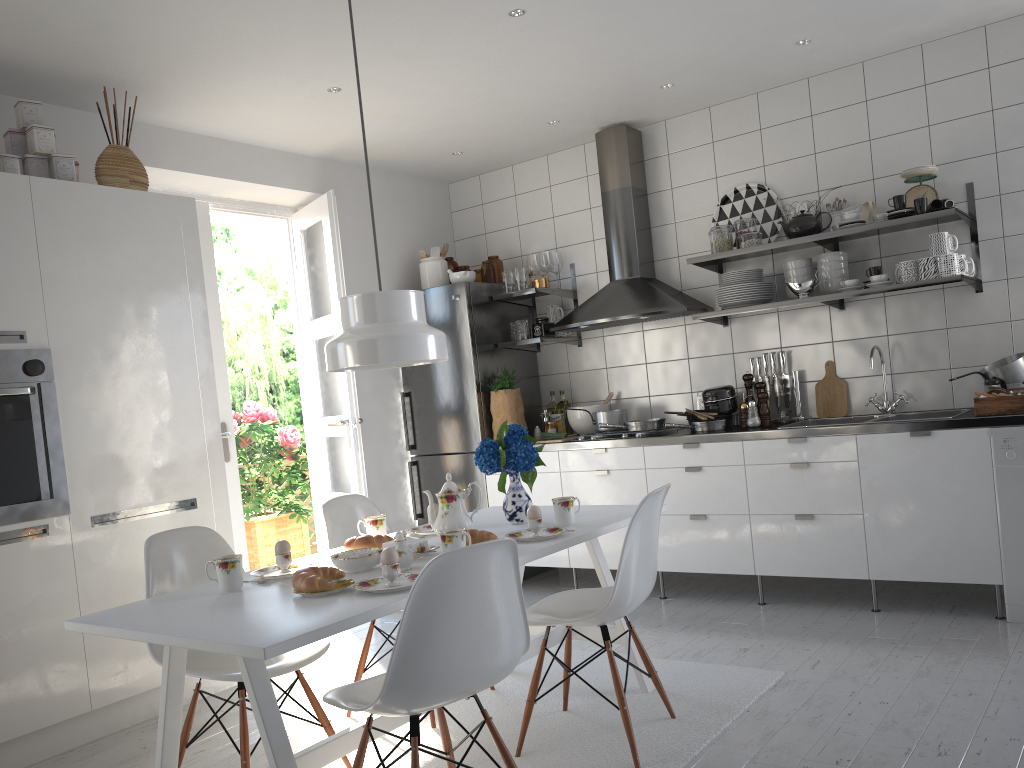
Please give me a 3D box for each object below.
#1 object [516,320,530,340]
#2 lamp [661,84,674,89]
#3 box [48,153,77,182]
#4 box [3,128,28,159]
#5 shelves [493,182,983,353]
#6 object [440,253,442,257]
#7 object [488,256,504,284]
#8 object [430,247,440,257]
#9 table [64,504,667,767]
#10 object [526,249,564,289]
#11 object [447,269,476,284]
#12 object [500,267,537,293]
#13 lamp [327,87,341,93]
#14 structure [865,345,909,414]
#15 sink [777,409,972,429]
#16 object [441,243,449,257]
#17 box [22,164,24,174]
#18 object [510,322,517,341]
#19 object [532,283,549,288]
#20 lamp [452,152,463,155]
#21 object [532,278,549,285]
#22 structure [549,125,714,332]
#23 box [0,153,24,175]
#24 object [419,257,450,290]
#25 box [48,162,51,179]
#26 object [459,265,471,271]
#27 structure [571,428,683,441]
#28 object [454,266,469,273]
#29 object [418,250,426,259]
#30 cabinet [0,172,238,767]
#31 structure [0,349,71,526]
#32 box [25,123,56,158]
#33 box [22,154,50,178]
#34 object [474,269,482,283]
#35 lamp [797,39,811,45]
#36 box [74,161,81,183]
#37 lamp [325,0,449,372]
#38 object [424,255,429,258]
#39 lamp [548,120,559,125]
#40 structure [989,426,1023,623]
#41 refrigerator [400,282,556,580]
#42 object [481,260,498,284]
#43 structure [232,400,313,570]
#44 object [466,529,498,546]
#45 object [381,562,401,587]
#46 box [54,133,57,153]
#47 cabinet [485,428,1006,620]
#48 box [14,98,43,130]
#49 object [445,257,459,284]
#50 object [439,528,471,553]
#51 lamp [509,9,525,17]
[{"bbox_3d":[0.062,-0.319,5.252,0.086,0.120,0.086,-5,1,33],"label":"object"},{"bbox_3d":[0.771,-1.494,4.413,0.064,0.030,0.064,-6,0,29],"label":"lamp"},{"bbox_3d":[-1.717,-0.814,3.385,0.081,0.111,0.081,-7,1,-39],"label":"box"},{"bbox_3d":[-1.885,-0.907,3.384,0.081,0.111,0.081,-7,1,-44],"label":"box"},{"bbox_3d":[1.024,-0.557,4.702,2.544,0.513,0.426,-6,0,36],"label":"shelves"},{"bbox_3d":[-0.436,-0.697,5.492,0.050,0.247,0.114,-6,1,1],"label":"object"},{"bbox_3d":[-0.107,-0.699,5.537,0.097,0.195,0.097,-5,1,36],"label":"object"},{"bbox_3d":[-0.478,-0.714,5.483,0.064,0.290,0.140,-6,1,10],"label":"object"},{"bbox_3d":[-0.259,0.856,2.785,0.815,0.661,1.822,-6,0,36],"label":"table"},{"bbox_3d":[0.203,-0.681,5.416,0.193,0.245,0.205,-5,1,34],"label":"object"},{"bbox_3d":[-0.292,-0.640,5.320,0.159,0.110,0.172,-6,0,31],"label":"object"},{"bbox_3d":[0.040,-0.610,5.303,0.190,0.134,0.228,-6,0,27],"label":"object"},{"bbox_3d":[-0.803,-1.336,3.994,0.064,0.030,0.064,-6,0,29],"label":"lamp"},{"bbox_3d":[1.810,-0.015,4.273,0.189,0.353,0.274,-6,1,13],"label":"structure"},{"bbox_3d":[1.685,0.215,4.125,0.767,0.112,0.486,-6,-1,36],"label":"sink"},{"bbox_3d":[-0.433,-0.720,5.484,0.131,0.296,0.056,-6,1,16],"label":"object"},{"bbox_3d":[-1.918,-0.793,3.415,0.081,0.111,0.081,-6,1,1],"label":"box"},{"bbox_3d":[0.029,-0.314,5.346,0.086,0.120,0.086,-7,1,-43],"label":"object"},{"bbox_3d":[0.171,-0.574,5.238,0.099,0.036,0.100,-6,-1,-34],"label":"object"},{"bbox_3d":[-0.323,-1.371,5.225,0.064,0.030,0.064,-6,0,29],"label":"lamp"},{"bbox_3d":[0.167,-0.596,5.238,0.099,0.048,0.100,-6,0,-30],"label":"object"},{"bbox_3d":[0.580,-0.886,4.963,0.870,1.093,0.471,-5,1,36],"label":"structure"},{"bbox_3d":[-1.886,-0.797,3.319,0.081,0.111,0.081,-5,1,36],"label":"box"},{"bbox_3d":[-0.478,-0.668,5.475,0.174,0.208,0.173,-6,1,32],"label":"object"},{"bbox_3d":[-1.827,-0.801,3.450,0.081,0.111,0.081,-6,1,-34],"label":"box"},{"bbox_3d":[-0.309,-0.671,5.757,0.113,0.187,0.113,-6,1,-24],"label":"object"},{"bbox_3d":[0.641,0.268,4.913,0.468,0.029,0.489,-6,-1,36],"label":"structure"},{"bbox_3d":[-0.313,-0.656,5.572,0.113,0.154,0.113,-6,1,-25],"label":"object"},{"bbox_3d":[-0.530,-0.694,5.474,0.054,0.263,0.149,-6,1,11],"label":"object"},{"bbox_3d":[-1.852,0.309,3.399,0.514,2.098,1.374,-5,1,36],"label":"cabinet"},{"bbox_3d":[-1.897,0.199,3.117,0.322,0.610,0.725,-5,1,36],"label":"structure"},{"bbox_3d":[-1.786,-0.917,3.361,0.081,0.111,0.081,-5,1,41],"label":"box"},{"bbox_3d":[-1.805,-0.805,3.364,0.081,0.111,0.081,-7,1,-39],"label":"box"},{"bbox_3d":[-0.201,-0.655,5.578,0.093,0.127,0.093,-6,1,-32],"label":"object"},{"bbox_3d":[1.319,-1.556,4.007,0.064,0.030,0.064,-6,0,29],"label":"lamp"},{"bbox_3d":[-1.741,-0.810,3.471,0.081,0.111,0.081,-7,1,-39],"label":"box"},{"bbox_3d":[-0.447,-0.714,2.707,0.373,1.324,0.373,-6,1,-22],"label":"lamp"},{"bbox_3d":[-0.510,-0.691,5.489,0.061,0.251,0.117,-7,1,-24],"label":"object"},{"bbox_3d":[0.224,-1.432,4.819,0.064,0.030,0.064,-6,0,29],"label":"lamp"},{"bbox_3d":[2.341,0.534,3.614,0.575,0.792,0.507,-5,1,36],"label":"structure"},{"bbox_3d":[-0.231,0.316,5.534,0.577,1.802,0.692,-5,2,36],"label":"refrigerator"},{"bbox_3d":[-0.142,-0.676,5.437,0.093,0.154,0.093,-6,1,-31],"label":"object"},{"bbox_3d":[-1.911,0.763,6.566,1.264,1.281,1.172,-6,1,38],"label":"structure"},{"bbox_3d":[-0.134,0.473,2.689,0.160,0.057,0.124,-6,0,-39],"label":"object"},{"bbox_3d":[-0.311,0.489,2.283,0.048,0.057,0.048,-6,1,-13],"label":"object"},{"bbox_3d":[-1.815,-0.913,3.444,0.081,0.111,0.081,-6,1,-29],"label":"box"},{"bbox_3d":[1.361,0.643,4.428,3.243,0.796,0.661,-6,0,36],"label":"cabinet"},{"bbox_3d":[-1.846,-1.021,3.387,0.081,0.111,0.081,-7,1,-44],"label":"box"},{"bbox_3d":[-0.403,-0.687,5.665,0.117,0.236,0.118,-7,1,-28],"label":"object"},{"bbox_3d":[-0.162,0.463,2.510,0.078,0.095,0.091,-6,1,-17],"label":"object"},{"bbox_3d":[0.018,-1.428,3.385,0.064,0.030,0.064,-6,0,29],"label":"lamp"}]
